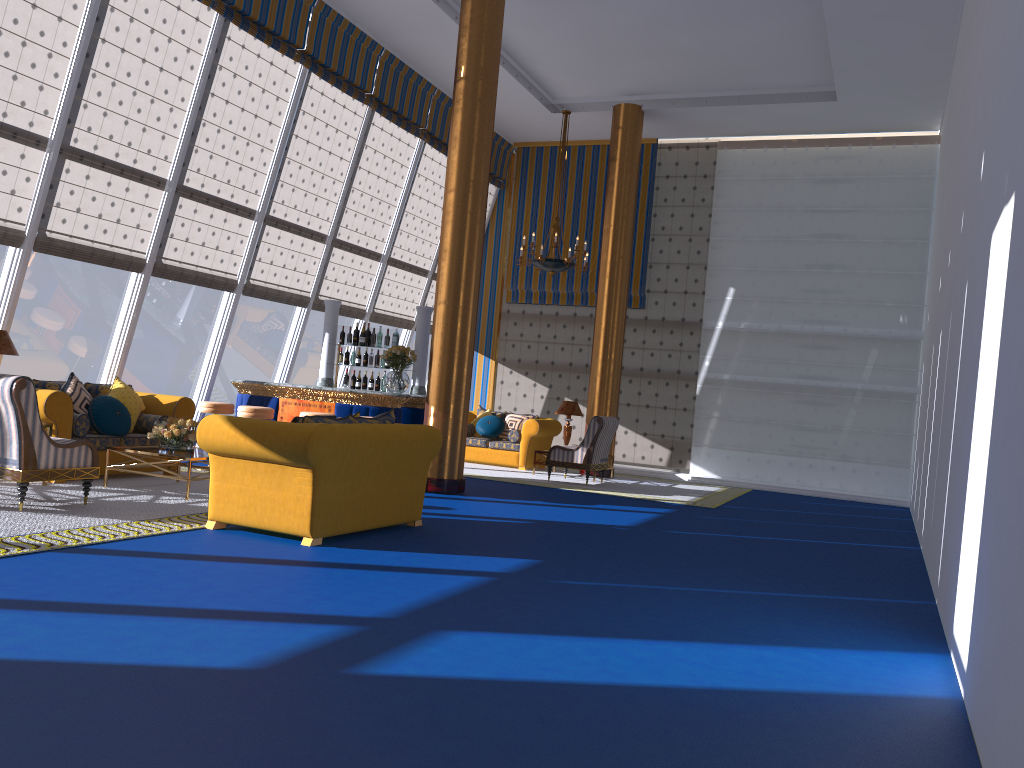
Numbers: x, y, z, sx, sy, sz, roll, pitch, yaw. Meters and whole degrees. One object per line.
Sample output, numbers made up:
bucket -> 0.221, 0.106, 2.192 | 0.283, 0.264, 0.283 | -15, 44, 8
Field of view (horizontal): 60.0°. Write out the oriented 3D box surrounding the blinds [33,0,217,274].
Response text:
blinds -> -3.863, -2.918, 9.129 | 0.867, 3.394, 1.376 | 5, 0, 23

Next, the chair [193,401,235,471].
chair -> -3.437, 0.597, 10.236 | 0.402, 0.782, 0.394 | 5, -1, -29

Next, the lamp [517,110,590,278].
lamp -> 0.681, -2.734, 12.814 | 1.059, 2.421, 1.059 | 5, 0, 0

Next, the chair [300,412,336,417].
chair -> -2.152, 0.702, 9.705 | 0.401, 0.782, 0.395 | 5, 0, -18

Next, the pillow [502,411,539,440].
pillow -> 0.134, 0.777, 14.691 | 0.608, 0.610, 0.342 | 5, -1, 28

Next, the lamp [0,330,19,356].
lamp -> -4.665, -0.098, 7.910 | 0.441, 0.783, 0.451 | 5, -1, 38

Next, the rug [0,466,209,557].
rug -> -3.927, 0.898, 6.937 | 3.564, 0.010, 6.305 | 5, -1, 23

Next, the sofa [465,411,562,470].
sofa -> -0.222, 0.918, 14.690 | 1.832, 0.854, 1.020 | 5, -1, 24

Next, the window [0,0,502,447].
window -> -3.917, -1.998, 9.939 | 1.606, 5.855, 15.588 | 5, -1, 23

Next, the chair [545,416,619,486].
chair -> 0.998, 0.912, 12.532 | 0.778, 0.966, 0.800 | 5, -1, 23

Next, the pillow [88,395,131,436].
pillow -> -3.939, 0.316, 8.697 | 0.316, 0.404, 0.478 | 5, -1, 36

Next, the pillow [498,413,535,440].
pillow -> 0.069, 0.710, 14.503 | 0.517, 0.456, 0.330 | 5, -1, 22

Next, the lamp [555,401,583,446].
lamp -> 0.871, 0.656, 13.753 | 0.445, 0.783, 0.447 | 5, 0, 8

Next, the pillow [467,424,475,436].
pillow -> -0.787, 0.757, 14.589 | 0.213, 0.219, 0.381 | 5, -1, 28

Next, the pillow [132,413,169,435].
pillow -> -3.736, 0.418, 9.166 | 0.370, 0.219, 0.216 | 5, -1, 22

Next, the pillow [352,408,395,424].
pillow -> -1.209, 0.515, 7.148 | 0.351, 0.672, 0.607 | 5, -1, 31

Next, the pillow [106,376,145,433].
pillow -> -3.958, 0.223, 9.062 | 0.326, 0.583, 0.582 | 5, -1, 43

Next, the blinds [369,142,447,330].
blinds -> -1.487, -2.626, 14.731 | 0.867, 3.394, 1.376 | 5, 0, 23

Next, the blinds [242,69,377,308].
blinds -> -2.672, -2.772, 11.937 | 0.867, 3.394, 1.376 | 5, 0, 23

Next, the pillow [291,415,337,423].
pillow -> -1.620, 0.445, 6.664 | 0.325, 0.456, 0.526 | 5, -1, 22

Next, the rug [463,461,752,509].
rug -> 0.289, 1.367, 13.636 | 6.208, 0.011, 3.621 | 5, -1, 22

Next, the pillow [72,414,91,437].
pillow -> -4.119, 0.370, 8.242 | 0.370, 0.219, 0.176 | 5, -1, 22

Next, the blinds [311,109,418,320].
blinds -> -2.093, -2.701, 13.301 | 0.867, 3.394, 1.376 | 5, 0, 23

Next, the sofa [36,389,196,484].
sofa -> -4.216, 0.468, 8.828 | 0.994, 0.854, 1.860 | 5, -1, 23

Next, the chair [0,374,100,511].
chair -> -3.703, 0.413, 6.682 | 0.787, 0.966, 0.790 | 5, -1, 23

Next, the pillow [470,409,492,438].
pillow -> -0.422, 0.652, 14.745 | 0.605, 0.491, 0.234 | 5, -1, 28

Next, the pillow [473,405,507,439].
pillow -> -0.407, 0.701, 14.907 | 0.595, 0.672, 0.357 | 5, -1, 31

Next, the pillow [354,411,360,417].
pillow -> -1.367, 0.456, 7.163 | 0.230, 0.491, 0.617 | 5, -1, 28

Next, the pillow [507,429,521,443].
pillow -> 0.104, 0.829, 14.189 | 0.213, 0.219, 0.376 | 5, -1, 28

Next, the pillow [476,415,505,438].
pillow -> -0.354, 0.695, 14.456 | 0.463, 0.367, 0.388 | 5, -1, -17

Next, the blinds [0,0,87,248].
blinds -> -4.449, -2.990, 7.745 | 0.867, 3.394, 1.376 | 5, 0, 23

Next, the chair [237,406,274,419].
chair -> -2.889, 0.640, 9.904 | 0.402, 0.782, 0.394 | 5, -1, -29

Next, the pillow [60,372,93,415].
pillow -> -4.174, 0.201, 8.559 | 0.278, 0.619, 0.696 | 5, -1, 21

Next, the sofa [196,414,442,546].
sofa -> -1.446, 0.695, 6.939 | 1.003, 0.854, 1.863 | 5, -1, 24

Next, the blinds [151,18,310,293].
blinds -> -3.274, -2.846, 10.518 | 0.867, 3.394, 1.376 | 5, 0, 23

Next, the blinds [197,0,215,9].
blinds -> -3.458, -4.422, 8.739 | 0.336, 0.830, 1.536 | 5, -1, 23

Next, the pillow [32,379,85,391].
pillow -> -4.431, 0.232, 8.590 | 0.244, 0.549, 0.612 | 5, -1, 20

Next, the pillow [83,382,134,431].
pillow -> -4.193, 0.263, 9.152 | 0.244, 0.546, 0.615 | 5, -1, 20

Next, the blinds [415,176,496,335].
blinds -> -0.903, -2.555, 16.107 | 0.867, 3.394, 1.376 | 5, 0, 23

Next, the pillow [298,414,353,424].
pillow -> -1.438, 0.518, 6.597 | 0.336, 0.610, 0.619 | 5, -1, 28
